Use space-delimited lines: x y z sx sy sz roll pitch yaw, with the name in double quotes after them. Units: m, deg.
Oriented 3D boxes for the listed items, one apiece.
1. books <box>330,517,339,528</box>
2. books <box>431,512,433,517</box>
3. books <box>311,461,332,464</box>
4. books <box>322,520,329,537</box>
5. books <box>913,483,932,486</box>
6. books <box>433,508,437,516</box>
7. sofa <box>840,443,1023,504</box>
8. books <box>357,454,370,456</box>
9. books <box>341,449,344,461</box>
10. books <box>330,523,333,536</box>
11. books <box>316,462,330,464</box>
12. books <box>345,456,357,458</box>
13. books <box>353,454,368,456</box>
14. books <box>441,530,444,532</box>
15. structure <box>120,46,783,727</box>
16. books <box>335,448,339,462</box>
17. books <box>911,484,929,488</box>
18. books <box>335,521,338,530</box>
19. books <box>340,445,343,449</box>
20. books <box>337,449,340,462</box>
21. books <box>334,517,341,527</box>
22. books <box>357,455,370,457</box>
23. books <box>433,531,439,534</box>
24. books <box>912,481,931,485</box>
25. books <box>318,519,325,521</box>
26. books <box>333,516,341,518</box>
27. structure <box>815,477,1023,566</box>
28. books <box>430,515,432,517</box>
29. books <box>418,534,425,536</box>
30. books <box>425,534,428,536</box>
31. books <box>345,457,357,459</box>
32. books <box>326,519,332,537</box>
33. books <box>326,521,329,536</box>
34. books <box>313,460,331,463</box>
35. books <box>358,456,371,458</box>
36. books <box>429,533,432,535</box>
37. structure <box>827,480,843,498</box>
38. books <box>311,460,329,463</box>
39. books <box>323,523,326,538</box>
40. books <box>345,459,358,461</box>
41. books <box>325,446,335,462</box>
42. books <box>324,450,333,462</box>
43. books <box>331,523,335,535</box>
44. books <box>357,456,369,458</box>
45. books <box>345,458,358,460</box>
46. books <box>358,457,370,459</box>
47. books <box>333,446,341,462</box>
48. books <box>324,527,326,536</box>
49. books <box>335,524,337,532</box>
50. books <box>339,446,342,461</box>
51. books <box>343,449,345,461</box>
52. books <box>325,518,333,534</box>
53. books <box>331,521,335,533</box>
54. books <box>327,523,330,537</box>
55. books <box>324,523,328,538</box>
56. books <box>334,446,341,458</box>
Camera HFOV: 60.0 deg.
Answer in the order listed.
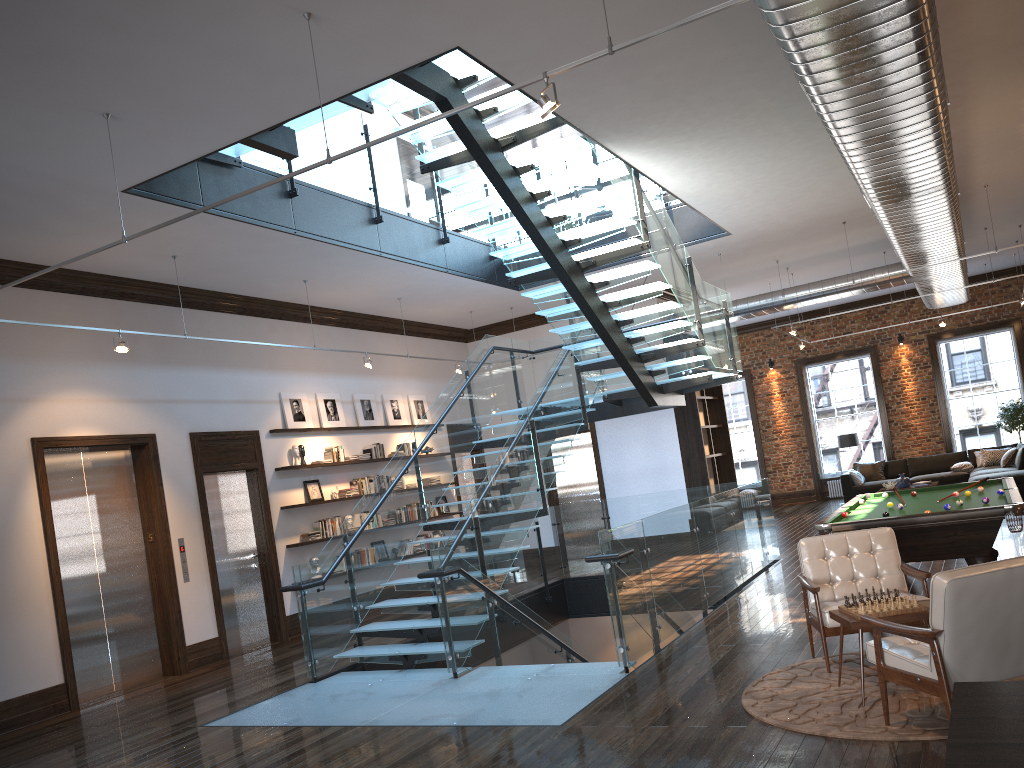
-2.458 1.976 12.274 0.131 0.252 0.027 -10 -2 28 "books"
-1.353 2.064 14.276 0.170 0.169 0.017 -11 -2 28 "books"
-2.626 1.085 12.224 0.142 0.011 0.286 -11 -7 25 "books"
-2.563 1.975 12.058 0.129 0.240 0.012 -10 -2 28 "books"
7.565 1.851 16.360 0.260 0.024 0.207 -5 -7 -28 "books"
-1.302 2.061 14.388 0.157 0.185 0.051 -10 -2 28 "books"
7.958 1.785 16.712 3.522 0.801 3.444 -12 -7 28 "sofa"
-2.222 1.053 13.009 0.142 0.011 0.285 -12 -7 26 "books"
-2.447 1.022 12.581 0.132 0.177 0.034 -10 -2 28 "books"
-2.524 2.001 12.143 0.132 0.194 0.021 -10 -2 28 "books"
-2.628 1.096 12.226 0.143 0.011 0.254 -12 -7 27 "books"
-2.347 1.058 12.761 0.153 0.013 0.195 -12 -7 28 "books"
-2.217 1.041 13.006 0.143 0.011 0.256 -12 -7 32 "books"
-1.153 2.529 14.563 0.157 0.257 0.041 -10 -2 28 "books"
0.276 0.809 9.521 3.597 14.453 7.025 -9 -2 28 "structure"
-2.514 1.006 12.427 0.165 0.197 0.029 -10 -2 28 "books"
7.387 1.847 16.062 0.262 0.024 0.206 -9 -6 5 "books"
-2.464 2.001 12.245 0.128 0.197 0.030 -10 -2 28 "books"
-2.447 0.997 12.607 0.120 0.232 0.014 -10 -2 28 "books"
-2.501 1.017 12.453 0.158 0.176 0.029 -10 -2 28 "books"
-2.428 1.978 12.331 0.141 0.251 0.012 -10 -2 28 "books"
-2.219 1.063 13.008 0.143 0.011 0.255 -12 -7 29 "books"
-1.223 2.530 14.443 0.123 0.252 0.013 -10 -2 28 "books"
7.559 1.824 16.354 0.260 0.028 0.207 -5 -7 -30 "books"
-2.571 1.972 12.075 0.115 0.251 0.011 -10 -2 28 "books"
-2.422 1.975 12.367 0.120 0.262 0.011 -10 -2 28 "books"
3.922 1.479 8.289 1.562 0.848 2.952 -11 -6 27 "structure"
-1.380 2.025 14.239 0.170 0.246 0.013 -10 -2 28 "books"
-1.421 2.519 14.072 0.135 0.254 0.011 -10 -2 28 "books"
-1.390 2.522 14.106 0.165 0.246 0.011 -10 -2 28 "books"
-2.349 1.071 12.752 0.126 0.014 0.213 -12 -7 27 "books"
-2.527 1.974 12.110 0.139 0.242 0.015 -10 -2 28 "books"
-2.560 1.986 12.082 0.123 0.222 0.011 -10 -2 28 "books"
-2.630 1.075 12.225 0.143 0.011 0.255 -12 -7 29 "books"
-2.214 1.084 13.006 0.142 0.011 0.286 -12 -7 30 "books"
-1.327 2.525 14.237 0.125 0.249 0.013 -10 -2 28 "books"
7.936 2.356 20.455 1.310 0.394 0.215 -12 -3 28 "structure"
-2.631 1.064 12.225 0.143 0.011 0.255 -12 -7 26 "books"
-2.597 1.981 12.005 0.138 0.226 0.021 -10 -2 28 "books"
-2.343 1.099 12.752 0.157 0.015 0.210 -12 -7 27 "books"
-2.543 0.992 12.406 0.143 0.228 0.014 -10 -2 28 "books"
-2.561 1.019 12.381 0.129 0.175 0.050 -10 -2 28 "books"
-2.500 2.007 12.167 0.143 0.179 0.013 -10 -2 28 "books"
-2.215 1.074 13.007 0.143 0.011 0.255 -11 -7 25 "books"
-2.336 1.084 12.763 0.160 0.014 0.183 -12 -7 28 "books"
-2.216 1.096 13.008 0.143 0.011 0.254 -12 -7 28 "books"
-2.486 0.996 12.467 0.165 0.216 0.012 -10 -2 28 "books"
-2.584 2.004 12.023 0.115 0.180 0.021 -10 -2 28 "books"
-2.475 2.018 12.218 0.135 0.161 0.030 -10 -2 28 "books"
-2.466 0.997 12.557 0.112 0.228 0.024 -10 -2 28 "books"
-2.433 1.022 12.616 0.129 0.181 0.012 -10 -2 28 "books"
-2.524 1.971 12.161 0.128 0.258 0.014 -10 -2 28 "books"
-2.492 1.993 12.189 0.151 0.210 0.035 -10 -2 28 "books"
-2.557 1.992 12.103 0.117 0.214 0.028 -10 -2 28 "books"
-2.567 1.992 12.033 0.157 0.202 0.013 -10 -2 28 "books"
-2.480 0.994 12.513 0.134 0.228 0.024 -10 -2 28 "books"
